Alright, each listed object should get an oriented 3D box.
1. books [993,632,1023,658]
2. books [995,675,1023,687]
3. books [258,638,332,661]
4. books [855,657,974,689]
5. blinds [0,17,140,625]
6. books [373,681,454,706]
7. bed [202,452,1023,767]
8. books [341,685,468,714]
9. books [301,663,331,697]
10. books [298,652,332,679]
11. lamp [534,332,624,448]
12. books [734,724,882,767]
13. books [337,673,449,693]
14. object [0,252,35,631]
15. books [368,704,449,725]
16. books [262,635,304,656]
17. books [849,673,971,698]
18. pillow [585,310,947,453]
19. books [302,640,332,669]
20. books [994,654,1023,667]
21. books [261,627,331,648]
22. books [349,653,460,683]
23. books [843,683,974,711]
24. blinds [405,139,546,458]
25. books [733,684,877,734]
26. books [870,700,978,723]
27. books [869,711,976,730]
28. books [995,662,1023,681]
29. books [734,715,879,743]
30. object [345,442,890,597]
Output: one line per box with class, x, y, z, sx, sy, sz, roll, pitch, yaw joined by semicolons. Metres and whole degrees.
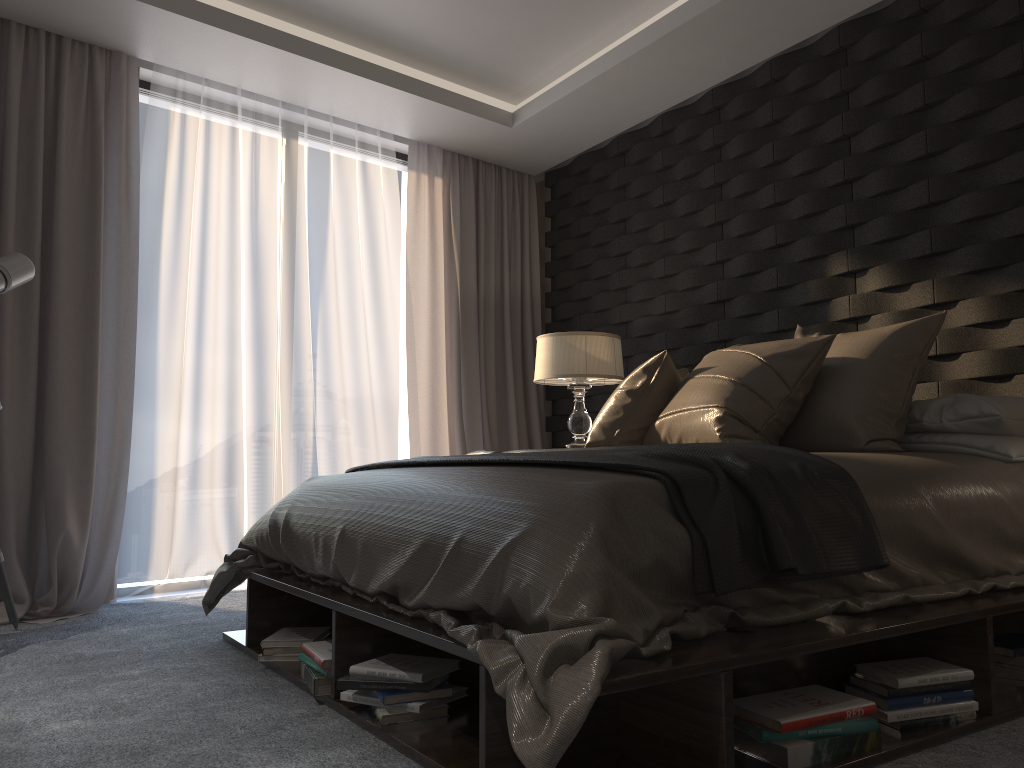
books;1.364;0.705;2.384;0.232;0.023;0.140;2;-6;-29
books;1.368;0.769;2.338;0.183;0.014;0.268;-4;-6;36
books;-0.647;0.821;2.719;0.173;0.019;0.245;-1;-5;5
books;0.908;0.652;1.991;0.212;0.020;0.150;1;-5;-18
blinds;-2.045;-0.377;3.549;1.109;2.644;0.338;5;-7;-41
books;-0.248;0.717;2.095;0.169;0.023;0.222;1;-6;-21
bed;0.472;0.541;2.857;2.413;0.625;2.172;3;-6;-33
books;-0.255;0.739;2.097;0.232;0.019;0.183;-4;-6;32
books;-0.447;0.775;2.357;0.201;0.043;0.238;2;-6;-23
books;-0.449;0.743;2.361;0.184;0.023;0.237;3;-6;-31
lamp;0.343;0.078;4.472;0.468;0.631;0.463;0;-6;-1
books;0.588;0.713;1.784;0.260;0.043;0.184;2;-6;-28
books;-0.274;0.692;2.065;0.217;0.023;0.150;-2;-5;12
object;-1.899;0.179;2.920;0.651;1.407;0.563;5;-7;-41
books;-0.252;0.757;2.077;0.161;0.022;0.197;2;-6;-22
books;-0.686;0.801;2.718;0.151;0.023;0.215;1;-5;-13
books;0.900;0.674;1.996;0.228;0.023;0.142;1;-5;-17
pillow;0.793;0.007;3.175;0.946;0.519;1.194;3;-6;-31
books;-0.449;0.720;2.364;0.183;0.023;0.238;2;-6;-26
books;1.396;0.723;2.346;0.236;0.021;0.151;3;-6;-33
books;-0.662;0.779;2.711;0.155;0.020;0.204;-1;-5;0
books;-0.252;0.672;2.085;0.196;0.020;0.161;-3;-6;27
books;0.895;0.696;1.991;0.239;0.023;0.157;1;-5;-18
blinds;-0.151;-0.242;5.322;1.056;2.643;0.321;5;-8;-42
books;0.586;0.657;1.788;0.261;0.023;0.167;2;-6;-27
books;0.890;0.717;1.982;0.252;0.019;0.168;1;-5;-18
books;0.909;0.737;1.984;0.212;0.022;0.150;1;-5;-18
books;1.385;0.747;2.331;0.258;0.028;0.184;3;-6;-33
books;0.586;0.681;1.786;0.256;0.023;0.171;1;-5;-13
object;0.077;0.343;2.606;0.651;0.322;1.944;3;-6;-33
